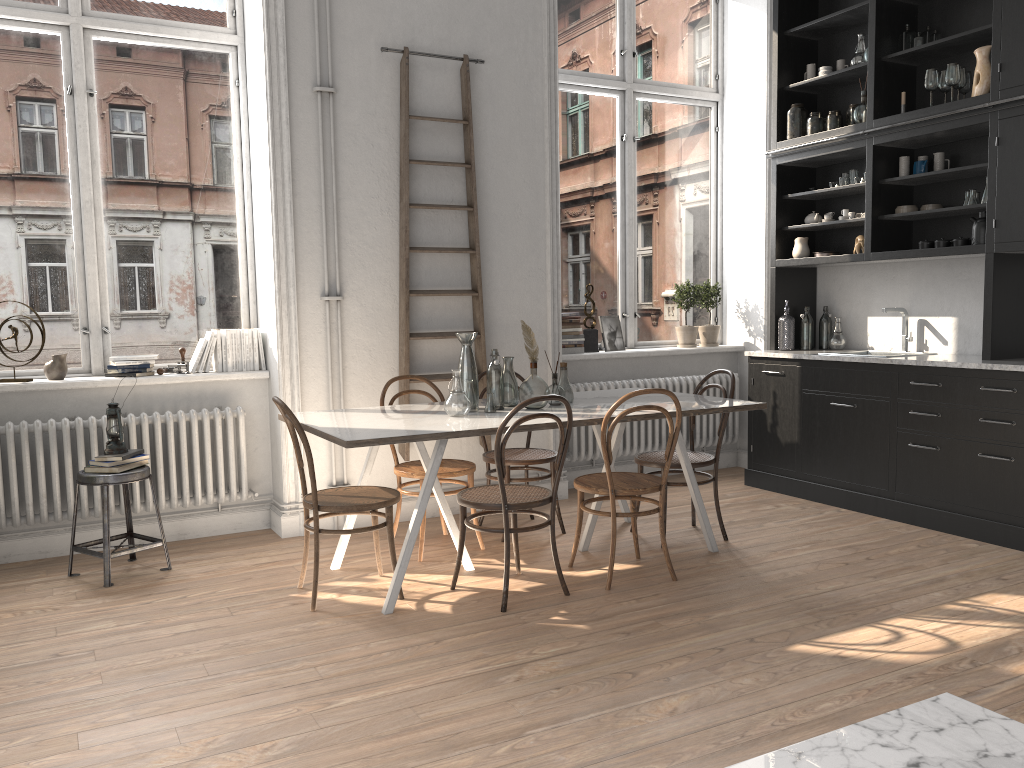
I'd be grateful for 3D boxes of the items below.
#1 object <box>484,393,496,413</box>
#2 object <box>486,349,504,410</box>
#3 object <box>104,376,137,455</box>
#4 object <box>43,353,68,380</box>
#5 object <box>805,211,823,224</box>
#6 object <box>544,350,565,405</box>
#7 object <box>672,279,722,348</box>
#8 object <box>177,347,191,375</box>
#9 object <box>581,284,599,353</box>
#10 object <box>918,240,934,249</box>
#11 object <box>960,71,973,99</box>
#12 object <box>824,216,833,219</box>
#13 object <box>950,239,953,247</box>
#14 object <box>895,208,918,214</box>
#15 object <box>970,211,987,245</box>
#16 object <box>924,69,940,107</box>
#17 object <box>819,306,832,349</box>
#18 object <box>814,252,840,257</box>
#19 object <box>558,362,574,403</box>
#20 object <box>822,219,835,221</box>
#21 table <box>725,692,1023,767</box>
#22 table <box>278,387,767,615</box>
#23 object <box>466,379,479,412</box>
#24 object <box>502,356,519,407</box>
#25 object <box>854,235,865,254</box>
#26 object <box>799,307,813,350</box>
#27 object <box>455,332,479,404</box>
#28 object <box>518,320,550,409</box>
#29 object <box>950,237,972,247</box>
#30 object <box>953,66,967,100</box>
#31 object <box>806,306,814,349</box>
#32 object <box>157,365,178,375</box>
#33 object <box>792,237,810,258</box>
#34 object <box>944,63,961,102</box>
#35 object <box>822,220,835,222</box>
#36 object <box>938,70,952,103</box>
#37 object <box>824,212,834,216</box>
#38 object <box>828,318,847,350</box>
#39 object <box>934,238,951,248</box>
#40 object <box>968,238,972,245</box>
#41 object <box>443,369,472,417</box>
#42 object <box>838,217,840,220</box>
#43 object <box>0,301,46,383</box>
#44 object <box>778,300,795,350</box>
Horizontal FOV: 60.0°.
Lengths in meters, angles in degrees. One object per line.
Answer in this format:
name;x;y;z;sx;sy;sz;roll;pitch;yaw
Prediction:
object;-0.106;0.091;4.300;0.058;0.094;0.058;-1;5;0
object;-0.084;-0.024;4.411;0.086;0.301;0.086;-6;7;-42
object;-1.969;0.151;4.444;0.154;0.384;0.163;3;7;35
object;-2.439;-0.093;4.742;0.102;0.142;0.100;3;7;36
object;2.085;-1.143;6.129;0.125;0.100;0.140;4;7;43
object;0.221;-0.033;4.563;0.106;0.284;0.106;-5;6;-33
object;1.421;-0.547;6.813;0.500;0.524;0.234;-5;7;-39
object;-1.858;-0.132;5.011;0.088;0.153;0.048;2;6;32
object;0.555;-0.472;6.349;0.122;0.488;0.102;-1;5;-4
object;2.452;-0.825;5.246;0.088;0.059;0.104;-5;7;-39
object;2.645;-1.708;5.183;0.083;0.221;0.083;-1;5;3
object;2.134;-1.115;5.979;0.055;0.033;0.058;3;6;36
object;2.599;-0.827;5.247;0.088;0.059;0.104;-1;5;0
object;-0.305;-0.038;4.728;5.826;1.844;0.791;-3;6;-23
object;2.644;-0.869;4.958;0.124;0.192;0.129;-1;5;0
object;2.421;-1.698;5.117;0.083;0.221;0.083;-1;5;3
object;2.198;-0.395;6.217;0.086;0.301;0.086;1;6;17
object;2.135;-0.874;6.017;0.180;0.037;0.180;-6;7;-43
object;0.274;-0.009;4.680;0.101;0.212;0.101;0;5;11
object;2.135;-1.102;5.982;0.085;0.017;0.085;-4;6;-33
table;0.824;0.952;1.473;0.849;0.392;0.849;-4;6;-28
table;0.070;0.510;4.490;2.199;0.780;1.099;-4;6;-28
object;-0.205;0.057;4.352;0.083;0.158;0.083;-4;6;-32
object;-0.018;-0.012;4.530;0.100;0.255;0.098;3;7;38
object;2.226;-0.889;5.661;0.069;0.123;0.173;-1;5;4
object;2.044;-0.387;6.166;0.086;0.301;0.086;-6;7;-42
object;-0.224;-0.066;4.459;0.116;0.383;0.116;-3;6;-17
object;0.108;-0.099;4.407;0.156;0.446;0.156;-2;6;-10
object;2.564;-0.811;5.065;0.104;0.059;0.088;-3;5;-19
object;2.559;-1.697;5.079;0.083;0.221;0.083;-4;6;-29
object;2.091;-0.398;6.281;0.086;0.301;0.086;-2;6;-14
object;-1.959;-0.080;5.025;0.088;0.048;0.153;0;5;12
object;1.998;-0.935;6.117;0.115;0.145;0.127;3;7;40
object;2.485;-1.689;5.003;0.083;0.221;0.083;1;6;18
object;2.136;-1.094;5.980;0.085;0.015;0.085;-2;5;-15
object;2.520;-1.703;5.151;0.083;0.221;0.083;-5;7;-36
object;2.134;-1.135;5.977;0.055;0.047;0.058;-2;5;-13
object;2.240;-0.346;6.101;0.132;0.219;0.120;-4;6;-28
object;2.498;-0.816;5.143;0.104;0.059;0.088;3;7;40
object;2.652;-0.820;5.156;0.104;0.059;0.088;1;6;25
object;-0.258;0.042;4.177;0.132;0.219;0.132;-5;7;-39
object;2.212;-1.100;5.929;0.055;0.033;0.058;-2;5;-11
object;-2.613;-0.222;4.641;0.347;0.425;0.087;-1;5;4
object;1.909;-0.411;6.165;0.109;0.349;0.108;4;7;43
